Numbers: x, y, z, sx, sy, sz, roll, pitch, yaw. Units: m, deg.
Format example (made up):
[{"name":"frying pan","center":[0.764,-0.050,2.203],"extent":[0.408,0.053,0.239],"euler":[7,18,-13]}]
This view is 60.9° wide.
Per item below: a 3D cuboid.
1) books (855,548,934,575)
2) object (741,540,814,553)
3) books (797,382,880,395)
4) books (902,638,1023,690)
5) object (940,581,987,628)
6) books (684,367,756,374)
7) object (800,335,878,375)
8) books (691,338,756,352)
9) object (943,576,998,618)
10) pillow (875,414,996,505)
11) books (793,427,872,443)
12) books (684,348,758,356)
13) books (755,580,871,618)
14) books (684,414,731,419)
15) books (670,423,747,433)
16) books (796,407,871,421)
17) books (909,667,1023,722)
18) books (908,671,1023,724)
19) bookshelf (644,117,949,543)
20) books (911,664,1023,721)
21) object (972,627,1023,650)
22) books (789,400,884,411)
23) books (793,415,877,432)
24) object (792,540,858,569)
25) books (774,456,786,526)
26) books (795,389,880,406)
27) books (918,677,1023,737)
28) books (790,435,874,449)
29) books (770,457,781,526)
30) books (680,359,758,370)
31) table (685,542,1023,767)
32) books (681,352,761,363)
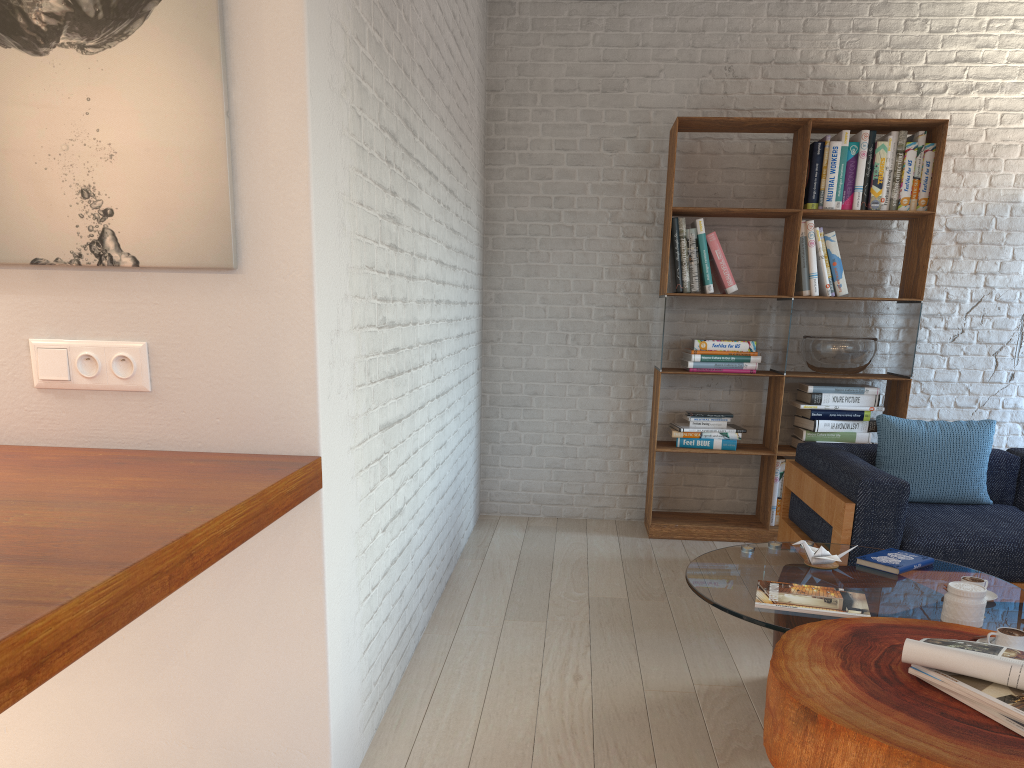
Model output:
[{"name":"books","center":[1.336,0.618,3.042],"extent":[0.229,0.023,0.159],"euler":[-3,7,-37]},{"name":"object","center":[0.970,0.593,3.198],"extent":[0.301,0.028,0.066],"euler":[0,7,-18]},{"name":"books","center":[1.803,0.024,4.830],"extent":[0.379,0.038,0.236],"euler":[2,5,4]},{"name":"books","center":[1.077,0.628,1.958],"extent":[0.318,0.113,0.268],"euler":[6,8,36]},{"name":"object","center":[1.281,0.624,2.468],"extent":[0.107,0.112,0.105],"euler":[5,11,20]},{"name":"books","center":[1.150,-0.082,4.846],"extent":[0.355,0.021,0.263],"euler":[2,5,4]},{"name":"object","center":[1.792,-0.157,4.798],"extent":[0.395,0.209,0.395],"euler":[-6,10,-44]},{"name":"books","center":[1.161,-0.215,4.815],"extent":[0.326,0.057,0.247],"euler":[2,6,6]},{"name":"object","center":[1.426,0.639,2.646],"extent":[0.155,0.059,0.262],"euler":[1,6,-3]},{"name":"pillow","center":[1.956,0.354,4.047],"extent":[0.555,0.424,0.215],"euler":[2,13,3]},{"name":"books","center":[1.792,0.278,4.899],"extent":[0.362,0.057,0.274],"euler":[2,6,6]},{"name":"books","center":[1.152,-0.177,4.828],"extent":[0.355,0.021,0.263],"euler":[2,5,2]},{"name":"books","center":[0.904,0.650,2.636],"extent":[0.317,0.011,0.245],"euler":[3,5,17]},{"name":"books","center":[1.106,0.180,4.936],"extent":[0.242,0.008,0.151],"euler":[2,5,4]},{"name":"books","center":[1.104,0.248,4.931],"extent":[0.380,0.019,0.236],"euler":[1,5,-3]},{"name":"books","center":[1.777,0.159,4.841],"extent":[0.326,0.057,0.246],"euler":[1,6,-1]},{"name":"books","center":[1.084,0.659,1.895],"extent":[0.251,0.011,0.310],"euler":[-1,6,-27]},{"name":"books","center":[1.091,0.668,1.915],"extent":[0.251,0.011,0.310],"euler":[-1,6,-27]},{"name":"bookshelf","center":[1.469,-0.226,4.770],"extent":[1.317,2.283,0.350],"euler":[2,15,4]},{"name":"books","center":[1.083,0.649,1.884],"extent":[0.252,0.011,0.309],"euler":[-1,6,-22]},{"name":"object","center":[1.235,0.640,2.178],"extent":[0.146,0.058,0.169],"euler":[1,6,-7]},{"name":"books","center":[1.796,0.120,4.842],"extent":[0.444,0.021,0.263],"euler":[2,5,4]},{"name":"books","center":[1.804,0.220,4.867],"extent":[0.379,0.067,0.236],"euler":[1,6,-9]},{"name":"object","center":[1.080,0.579,3.013],"extent":[0.185,0.094,0.190],"euler":[5,8,29]},{"name":"books","center":[1.515,0.601,5.008],"extent":[0.036,0.397,0.235],"euler":[2,12,4]},{"name":"books","center":[1.806,0.075,4.848],"extent":[0.380,0.067,0.236],"euler":[1,6,-2]},{"name":"books","center":[1.093,0.681,1.902],"extent":[0.252,0.011,0.308],"euler":[0,5,-17]},{"name":"books","center":[1.791,0.340,4.896],"extent":[0.380,0.067,0.236],"euler":[1,6,-2]},{"name":"books","center":[1.478,0.601,4.995],"extent":[0.036,0.397,0.235],"euler":[2,12,4]},{"name":"books","center":[1.141,-0.111,4.833],"extent":[0.380,0.038,0.236],"euler":[1,5,-1]},{"name":"table","center":[1.034,0.868,2.488],"extent":[1.075,0.462,1.774],"euler":[3,6,10]},{"name":"books","center":[1.152,-0.147,4.816],"extent":[0.380,0.038,0.236],"euler":[1,5,-2]}]
